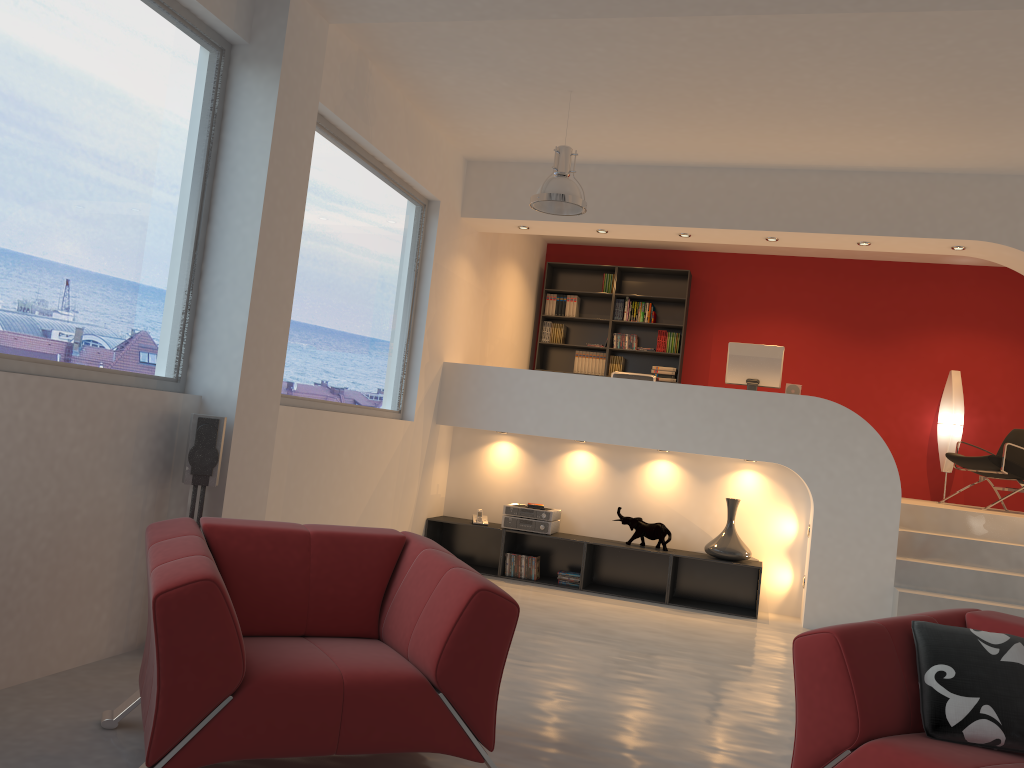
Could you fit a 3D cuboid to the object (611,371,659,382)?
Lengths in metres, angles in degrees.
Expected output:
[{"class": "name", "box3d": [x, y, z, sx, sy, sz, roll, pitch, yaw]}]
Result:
[{"class": "object", "box3d": [1.099, 0.027, 7.874, 0.397, 0.217, 0.458, 6, -3, 16]}]

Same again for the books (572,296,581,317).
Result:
[{"class": "books", "box3d": [0.744, -0.878, 10.284, 0.040, 0.260, 0.200, 6, -3, 16]}]

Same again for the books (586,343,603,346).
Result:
[{"class": "books", "box3d": [0.956, -0.446, 10.207, 0.190, 0.015, 0.135, 6, -3, 16]}]

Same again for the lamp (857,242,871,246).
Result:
[{"class": "lamp", "box3d": [2.778, -1.105, 6.997, 0.105, 0.011, 0.105, 6, -3, 5]}]

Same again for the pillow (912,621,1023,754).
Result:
[{"class": "pillow", "box3d": [1.522, 0.982, 2.874, 0.402, 0.343, 0.288, 6, -3, 9]}]

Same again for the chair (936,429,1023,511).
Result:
[{"class": "chair", "box3d": [4.501, 0.771, 8.186, 0.768, 0.795, 0.664, 7, -3, -9]}]

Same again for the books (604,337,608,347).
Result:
[{"class": "books", "box3d": [1.099, -0.488, 10.170, 0.063, 0.187, 0.135, 6, -3, 16]}]

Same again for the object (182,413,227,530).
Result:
[{"class": "object", "box3d": [-1.497, 0.699, 4.165, 0.214, 1.112, 0.229, 8, -3, -19]}]

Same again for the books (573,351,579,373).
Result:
[{"class": "books", "box3d": [0.759, -0.242, 10.223, 0.040, 0.260, 0.200, 6, -3, 16]}]

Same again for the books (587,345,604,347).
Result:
[{"class": "books", "box3d": [0.972, -0.429, 10.201, 0.190, 0.015, 0.135, 6, -3, 16]}]

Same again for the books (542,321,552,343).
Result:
[{"class": "books", "box3d": [0.422, -0.590, 10.361, 0.090, 0.256, 0.181, 6, -3, 16]}]

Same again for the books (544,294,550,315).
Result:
[{"class": "books", "box3d": [0.434, -0.909, 10.374, 0.040, 0.260, 0.200, 6, -3, 16]}]

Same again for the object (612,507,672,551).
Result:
[{"class": "object", "box3d": [1.071, 1.185, 7.283, 0.507, 0.296, 0.191, 5, -4, 32]}]

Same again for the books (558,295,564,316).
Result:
[{"class": "books", "box3d": [0.589, -0.893, 10.329, 0.040, 0.260, 0.200, 6, -3, 16]}]

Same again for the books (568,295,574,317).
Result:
[{"class": "books", "box3d": [0.706, -0.882, 10.295, 0.040, 0.260, 0.200, 6, -3, 16]}]

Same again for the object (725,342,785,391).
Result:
[{"class": "object", "box3d": [2.055, -0.110, 7.534, 0.458, 0.452, 0.230, 6, -3, 16]}]

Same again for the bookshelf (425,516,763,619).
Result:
[{"class": "bookshelf", "box3d": [0.628, 1.488, 7.354, 2.764, 0.397, 0.405, 6, -3, 16]}]

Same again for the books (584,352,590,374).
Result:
[{"class": "books", "box3d": [0.875, -0.231, 10.189, 0.040, 0.260, 0.200, 6, -3, 16]}]

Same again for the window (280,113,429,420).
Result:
[{"class": "window", "box3d": [-1.148, -0.710, 6.032, 0.100, 1.800, 2.400, 6, -3, 16]}]

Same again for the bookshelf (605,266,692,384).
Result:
[{"class": "bookshelf", "box3d": [1.488, -0.185, 9.979, 0.816, 2.213, 0.305, 6, -3, 16]}]

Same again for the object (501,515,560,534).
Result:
[{"class": "object", "box3d": [0.160, 1.183, 7.511, 0.430, 0.100, 0.365, 6, -3, 16]}]

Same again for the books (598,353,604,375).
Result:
[{"class": "books", "box3d": [1.031, -0.216, 10.144, 0.040, 0.260, 0.200, 6, -3, 16]}]

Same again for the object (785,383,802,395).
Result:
[{"class": "object", "box3d": [2.367, 0.076, 7.482, 0.133, 0.147, 0.151, 7, -3, 0]}]

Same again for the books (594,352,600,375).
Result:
[{"class": "books", "box3d": [0.992, -0.219, 10.155, 0.040, 0.260, 0.200, 6, -3, 16]}]

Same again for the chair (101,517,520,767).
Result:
[{"class": "chair", "box3d": [-0.697, 0.919, 3.120, 1.288, 0.738, 0.951, 8, -4, -24]}]

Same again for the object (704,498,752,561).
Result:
[{"class": "object", "box3d": [1.740, 1.157, 7.073, 0.369, 0.481, 0.369, 8, -3, -19]}]

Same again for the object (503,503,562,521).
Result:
[{"class": "object", "box3d": [0.173, 1.086, 7.524, 0.430, 0.077, 0.349, 6, -3, 16]}]

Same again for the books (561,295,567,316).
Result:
[{"class": "books", "box3d": [0.627, -0.890, 10.318, 0.040, 0.260, 0.200, 6, -3, 16]}]

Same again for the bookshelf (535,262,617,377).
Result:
[{"class": "bookshelf", "box3d": [0.708, -0.262, 10.205, 0.816, 2.213, 0.305, 6, -3, 16]}]

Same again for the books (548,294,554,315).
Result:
[{"class": "books", "box3d": [0.473, -0.905, 10.363, 0.040, 0.260, 0.200, 6, -3, 16]}]

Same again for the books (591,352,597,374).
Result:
[{"class": "books", "box3d": [0.953, -0.223, 10.167, 0.040, 0.260, 0.200, 6, -3, 16]}]

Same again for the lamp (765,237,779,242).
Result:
[{"class": "lamp", "box3d": [2.109, -1.170, 7.191, 0.105, 0.011, 0.105, 6, -3, 5]}]

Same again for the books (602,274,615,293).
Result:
[{"class": "books", "box3d": [1.129, -1.131, 10.211, 0.146, 0.240, 0.170, 6, -3, 16]}]

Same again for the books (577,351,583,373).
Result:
[{"class": "books", "box3d": [0.798, -0.238, 10.211, 0.040, 0.260, 0.200, 6, -3, 16]}]

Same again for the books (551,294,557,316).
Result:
[{"class": "books", "box3d": [0.511, -0.901, 10.352, 0.040, 0.260, 0.200, 6, -3, 16]}]

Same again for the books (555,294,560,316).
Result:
[{"class": "books", "box3d": [0.550, -0.897, 10.340, 0.040, 0.260, 0.200, 6, -3, 16]}]

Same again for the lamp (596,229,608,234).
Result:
[{"class": "lamp", "box3d": [0.770, -1.302, 7.579, 0.105, 0.011, 0.105, 6, -3, 5]}]

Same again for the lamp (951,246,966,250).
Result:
[{"class": "lamp", "box3d": [3.429, -1.041, 6.809, 0.105, 0.011, 0.105, 6, -3, 5]}]

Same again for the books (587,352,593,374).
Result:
[{"class": "books", "box3d": [0.914, -0.227, 10.178, 0.040, 0.260, 0.200, 6, -3, 16]}]

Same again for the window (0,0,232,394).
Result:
[{"class": "window", "box3d": [-1.903, -0.951, 3.346, 0.100, 1.800, 2.400, 6, -3, 16]}]

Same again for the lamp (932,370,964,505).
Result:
[{"class": "lamp", "box3d": [4.457, 0.537, 9.036, 0.237, 1.349, 0.237, 5, -4, 24]}]

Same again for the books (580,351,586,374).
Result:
[{"class": "books", "box3d": [0.837, -0.235, 10.200, 0.040, 0.260, 0.200, 6, -3, 16]}]

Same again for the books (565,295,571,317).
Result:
[{"class": "books", "box3d": [0.667, -0.886, 10.307, 0.040, 0.260, 0.200, 6, -3, 16]}]

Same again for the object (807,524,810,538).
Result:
[{"class": "object", "box3d": [2.338, 1.157, 6.986, 0.011, 0.105, 0.105, 6, -3, 16]}]

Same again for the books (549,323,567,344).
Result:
[{"class": "books", "box3d": [0.536, -0.570, 10.327, 0.146, 0.240, 0.170, 6, -3, 16]}]

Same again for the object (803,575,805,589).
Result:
[{"class": "object", "box3d": [2.292, 1.554, 6.964, 0.011, 0.105, 0.105, 6, -3, 16]}]

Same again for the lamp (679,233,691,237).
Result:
[{"class": "lamp", "box3d": [1.440, -1.236, 7.385, 0.105, 0.011, 0.105, 6, -3, 5]}]

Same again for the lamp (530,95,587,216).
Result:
[{"class": "lamp", "box3d": [0.349, -1.559, 5.889, 0.379, 0.800, 0.379, 7, -3, -13]}]

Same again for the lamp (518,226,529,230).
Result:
[{"class": "lamp", "box3d": [0.101, -1.368, 7.773, 0.105, 0.011, 0.105, 5, -3, 20]}]

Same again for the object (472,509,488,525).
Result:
[{"class": "object", "box3d": [-0.268, 1.128, 7.553, 0.130, 0.117, 0.146, 7, -3, -9]}]
